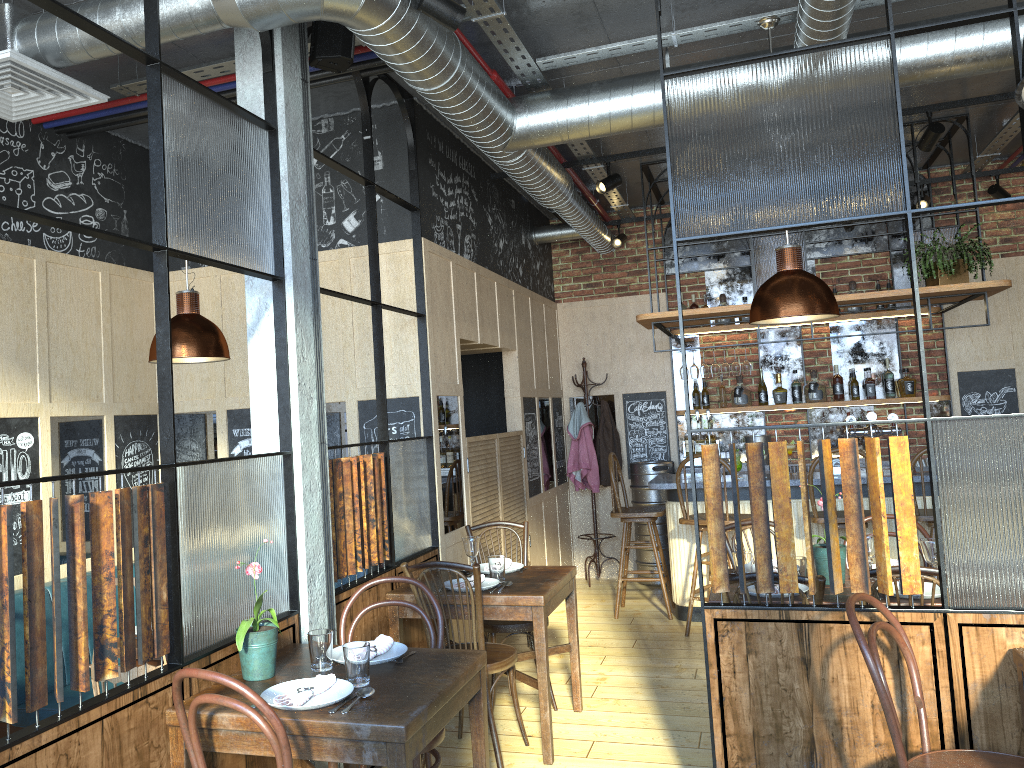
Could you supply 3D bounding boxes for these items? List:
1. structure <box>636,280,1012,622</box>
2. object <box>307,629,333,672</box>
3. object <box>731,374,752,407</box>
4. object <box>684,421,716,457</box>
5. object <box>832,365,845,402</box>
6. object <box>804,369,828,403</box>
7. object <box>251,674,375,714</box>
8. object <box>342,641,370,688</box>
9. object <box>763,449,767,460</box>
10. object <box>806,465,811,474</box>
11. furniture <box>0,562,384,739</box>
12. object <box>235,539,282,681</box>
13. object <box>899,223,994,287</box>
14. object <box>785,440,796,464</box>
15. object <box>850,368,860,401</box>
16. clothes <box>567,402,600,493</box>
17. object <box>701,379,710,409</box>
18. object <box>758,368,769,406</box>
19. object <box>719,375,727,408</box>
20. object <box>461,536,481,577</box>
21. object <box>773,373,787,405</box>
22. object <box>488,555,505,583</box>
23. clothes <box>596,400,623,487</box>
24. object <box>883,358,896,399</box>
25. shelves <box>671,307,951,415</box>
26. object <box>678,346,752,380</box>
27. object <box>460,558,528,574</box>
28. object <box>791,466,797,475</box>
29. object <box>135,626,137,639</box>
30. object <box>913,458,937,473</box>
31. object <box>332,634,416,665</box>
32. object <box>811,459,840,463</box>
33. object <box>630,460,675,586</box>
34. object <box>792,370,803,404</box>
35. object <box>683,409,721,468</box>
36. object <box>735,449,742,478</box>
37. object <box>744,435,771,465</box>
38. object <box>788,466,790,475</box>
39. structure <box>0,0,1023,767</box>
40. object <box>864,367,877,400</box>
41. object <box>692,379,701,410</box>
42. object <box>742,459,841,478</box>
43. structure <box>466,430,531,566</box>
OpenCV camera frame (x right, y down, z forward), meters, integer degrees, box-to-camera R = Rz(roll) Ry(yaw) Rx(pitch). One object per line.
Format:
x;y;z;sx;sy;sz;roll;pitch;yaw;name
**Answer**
2.287;0.526;6.601;2.406;2.178;1.688;-4;-3;18;structure
-0.622;0.868;2.870;0.083;0.120;0.086;-3;-3;-14;object
1.950;0.055;7.520;0.175;0.284;0.117;-6;-4;31;object
1.618;0.471;7.583;0.266;0.303;0.083;-5;-4;20;object
2.691;-0.007;7.280;0.089;0.303;0.082;-6;-5;37;object
2.517;0.014;7.322;0.175;0.284;0.117;-6;-4;31;object
-0.577;0.889;2.549;0.335;0.051;0.260;-4;-2;21;object
-0.470;0.852;2.678;0.083;0.120;0.086;-3;-3;-14;object
1.733;0.553;6.175;0.101;0.197;0.110;0;-5;-45;object
2.093;0.605;6.218;0.043;0.059;0.040;-5;-4;28;object
-1.565;1.355;4.397;1.484;0.824;1.447;-4;-3;17;furniture
-0.816;0.725;2.827;0.145;0.427;0.205;-3;-4;-12;object
2.861;-0.818;5.674;0.495;0.370;0.609;-3;-3;-5;object
2.320;0.563;7.361;0.101;0.197;0.110;0;-5;-45;object
2.807;0.003;7.226;0.066;0.264;0.066;-4;-4;-2;object
0.606;0.552;7.688;0.282;0.793;0.230;-7;-5;44;clothes
1.673;0.085;7.627;0.066;0.264;0.065;-4;-4;4;object
2.123;0.025;7.477;0.081;0.318;0.081;-4;-4;-2;object
1.809;0.063;7.572;0.053;0.289;0.058;-1;-5;-34;object
-0.199;0.861;4.396;0.103;0.192;0.094;-6;-4;38;object
2.252;0.042;7.412;0.120;0.265;0.113;-5;-4;18;object
-0.071;0.882;4.199;0.080;0.120;0.088;-1;-4;-41;object
0.859;0.526;7.818;0.217;0.772;0.231;-5;-4;14;clothes
3.061;-0.047;7.156;0.079;0.330;0.072;-7;-5;41;object
2.491;-0.168;7.571;2.180;0.747;0.585;-4;-3;19;shelves
1.460;-0.151;6.350;0.512;0.208;0.064;-4;-4;19;object
-0.091;0.929;4.494;0.335;0.051;0.260;-4;-2;21;object
2.006;0.612;6.258;0.042;0.059;0.041;-4;-3;7;object
-1.653;1.133;4.103;0.278;0.051;0.314;-4;-2;21;object
2.735;0.539;5.869;0.176;0.091;0.091;-3;-3;-6;object
-0.503;0.900;2.978;0.335;0.051;0.260;-4;-2;21;object
2.615;0.630;7.211;0.328;0.019;0.228;-4;-2;27;object
1.245;1.193;7.615;0.382;1.037;0.415;-1;-5;-37;object
2.386;0.024;7.390;0.078;0.284;0.073;-5;-4;19;object
1.614;0.465;7.570;0.319;0.493;0.198;-5;-4;18;object
1.592;0.557;6.243;0.069;0.211;0.068;-4;-4;0;object
2.075;0.554;7.410;0.210;0.246;0.223;-2;-3;-22;object
1.955;0.615;6.259;0.042;0.059;0.041;-4;-3;7;object
1.578;-0.070;4.817;5.871;3.332;6.001;-4;-2;1;structure
2.918;-0.004;7.185;0.080;0.263;0.076;-5;-4;19;object
1.599;0.090;7.654;0.069;0.264;0.063;-7;-5;39;object
1.911;0.588;6.073;0.789;0.106;0.194;-4;-3;19;object
2.089;0.711;6.141;4.955;0.996;1.278;-3;-3;-6;structure
